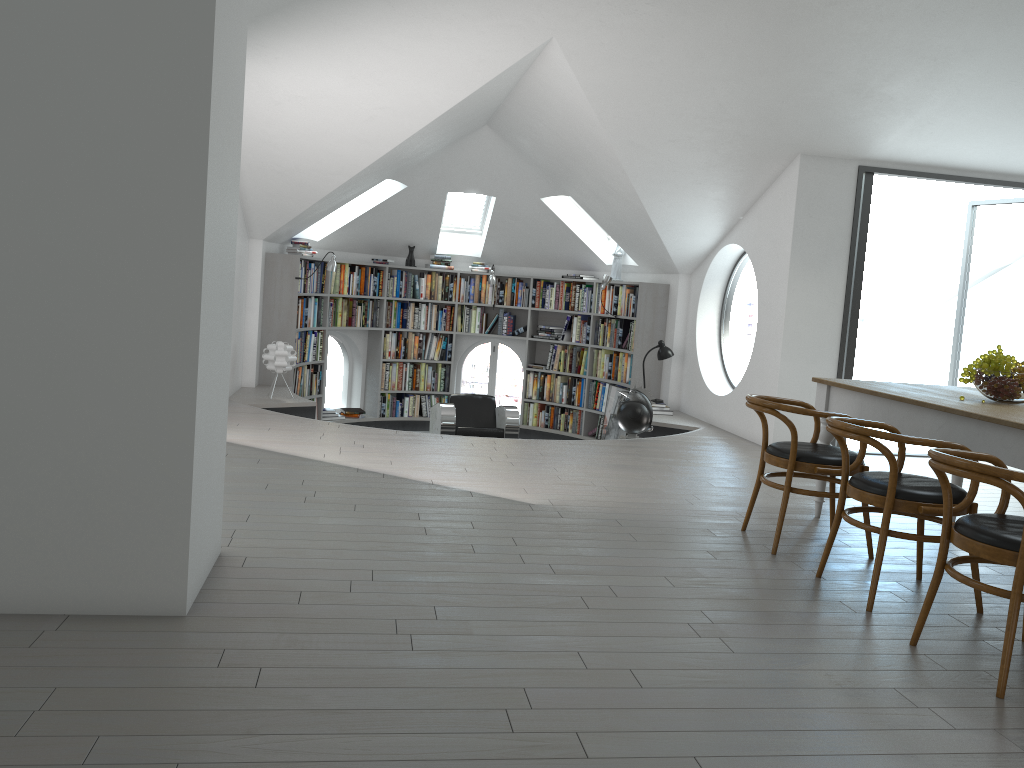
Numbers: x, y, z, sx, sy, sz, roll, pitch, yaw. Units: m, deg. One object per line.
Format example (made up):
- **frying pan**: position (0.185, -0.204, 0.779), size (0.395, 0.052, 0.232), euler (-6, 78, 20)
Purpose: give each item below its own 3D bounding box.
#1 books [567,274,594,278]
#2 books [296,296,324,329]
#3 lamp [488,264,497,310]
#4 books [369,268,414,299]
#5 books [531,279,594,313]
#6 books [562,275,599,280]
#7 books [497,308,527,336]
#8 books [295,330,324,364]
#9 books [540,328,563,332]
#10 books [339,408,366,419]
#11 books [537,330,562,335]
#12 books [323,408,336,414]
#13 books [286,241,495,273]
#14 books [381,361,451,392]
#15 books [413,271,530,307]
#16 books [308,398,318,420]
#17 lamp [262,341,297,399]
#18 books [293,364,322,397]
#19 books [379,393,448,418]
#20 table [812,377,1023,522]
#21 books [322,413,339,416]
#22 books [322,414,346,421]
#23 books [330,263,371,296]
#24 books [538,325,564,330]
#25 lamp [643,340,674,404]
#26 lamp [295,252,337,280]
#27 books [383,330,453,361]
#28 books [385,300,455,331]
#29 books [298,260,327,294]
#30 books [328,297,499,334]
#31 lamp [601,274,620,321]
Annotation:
- **books**: position (0.845, -1.334, 10.942), size (0.233, 0.027, 0.248), euler (0, 7, -37)
- **books**: position (-2.350, -0.790, 9.679), size (0.303, 0.347, 1.090), euler (5, 6, 6)
- **lamp**: position (-0.249, -1.204, 11.037), size (0.113, 0.565, 0.358), euler (4, 5, -3)
- **books**: position (-1.540, -1.247, 10.969), size (0.682, 0.345, 0.265), euler (1, 6, -33)
- **books**: position (0.682, -1.094, 10.988), size (0.971, 0.366, 0.306), euler (8, 6, 34)
- **books**: position (0.843, -1.306, 10.944), size (0.337, 0.036, 0.316), euler (10, 8, 43)
- **books**: position (0.040, -0.779, 11.282), size (0.399, 0.340, 0.224), euler (5, 5, 10)
- **books**: position (-2.340, -0.410, 9.677), size (0.260, 0.358, 1.022), euler (5, 6, 7)
- **books**: position (0.507, -0.679, 11.174), size (0.227, 0.036, 0.213), euler (9, 8, 40)
- **books**: position (-1.947, 0.356, 10.822), size (0.318, 0.099, 0.292), euler (3, 6, -8)
- **books**: position (0.505, -0.648, 11.176), size (0.286, 0.031, 0.269), euler (9, 8, 40)
- **books**: position (-2.247, 0.318, 10.594), size (0.213, 0.036, 0.227), euler (0, 7, -33)
- **books**: position (-1.473, -1.522, 10.662), size (2.814, 0.173, 0.749), euler (-1, 8, -39)
- **books**: position (-1.239, -0.101, 11.233), size (1.031, 0.356, 0.293), euler (2, 6, -24)
- **books**: position (-0.509, -1.212, 11.266), size (1.565, 0.366, 0.395), euler (4, 5, -4)
- **books**: position (-2.422, 0.321, 9.797), size (0.283, 0.319, 0.920), euler (5, 6, 9)
- **lamp**: position (-2.183, -0.134, 8.300), size (0.305, 0.524, 0.306), euler (3, 5, -21)
- **books**: position (-2.402, 0.165, 9.457), size (0.390, 0.694, 1.645), euler (4, 6, 0)
- **books**: position (-1.280, 0.260, 11.249), size (1.018, 0.306, 0.288), euler (2, 6, -25)
- **table**: position (2.460, 0.579, 3.563), size (1.018, 0.797, 3.358), euler (3, 6, -10)
- **books**: position (-2.249, 0.350, 10.596), size (0.269, 0.031, 0.286), euler (0, 7, -33)
- **books**: position (-2.252, 0.383, 10.599), size (0.365, 0.042, 0.389), euler (-1, 8, -43)
- **books**: position (-2.008, -1.241, 10.473), size (0.269, 0.372, 0.793), euler (8, 7, 34)
- **books**: position (0.510, -0.711, 11.171), size (0.269, 0.031, 0.286), euler (1, 7, -29)
- **lamp**: position (1.527, -0.134, 9.312), size (0.322, 0.659, 0.234), euler (5, 5, 6)
- **lamp**: position (-2.030, -1.230, 9.210), size (0.413, 0.311, 0.117), euler (3, 5, -13)
- **books**: position (-1.222, -0.485, 11.197), size (0.997, 0.351, 0.298), euler (1, 6, -26)
- **books**: position (-1.210, -0.867, 11.206), size (1.027, 0.358, 0.301), euler (2, 6, -24)
- **books**: position (-2.310, -1.172, 9.630), size (0.300, 0.360, 1.035), euler (5, 6, 7)
- **books**: position (-1.318, -0.842, 10.954), size (2.528, 0.370, 0.592), euler (1, 6, -29)
- **lamp**: position (1.143, -0.983, 10.135), size (0.275, 0.524, 0.112), euler (3, 5, -19)
